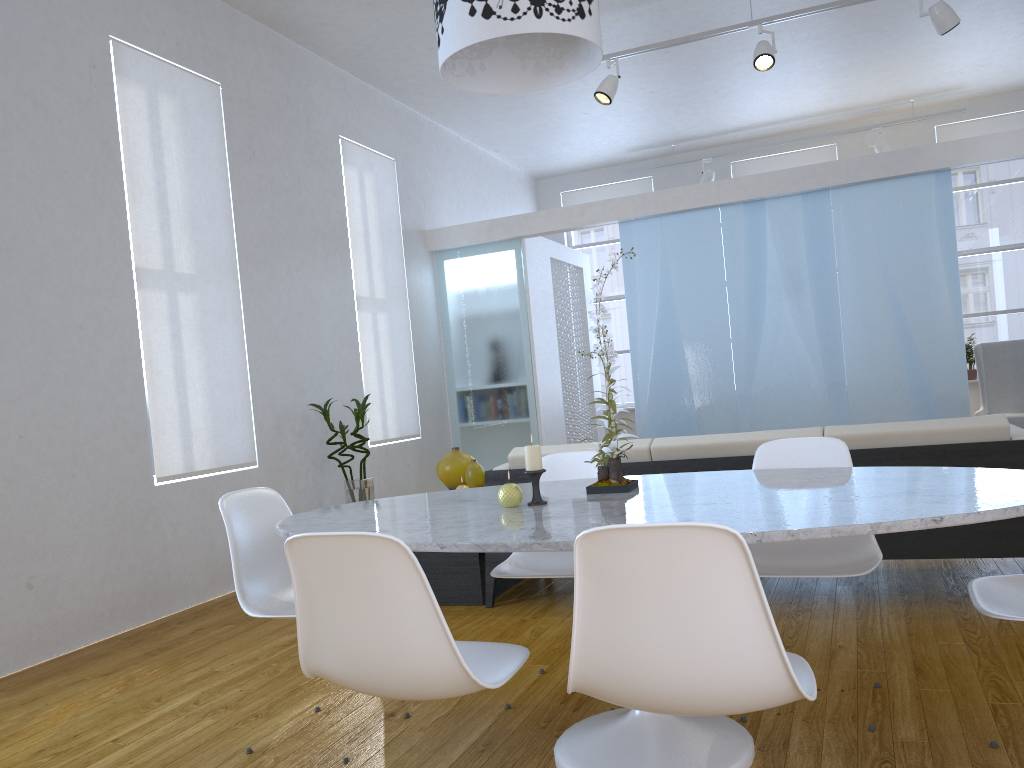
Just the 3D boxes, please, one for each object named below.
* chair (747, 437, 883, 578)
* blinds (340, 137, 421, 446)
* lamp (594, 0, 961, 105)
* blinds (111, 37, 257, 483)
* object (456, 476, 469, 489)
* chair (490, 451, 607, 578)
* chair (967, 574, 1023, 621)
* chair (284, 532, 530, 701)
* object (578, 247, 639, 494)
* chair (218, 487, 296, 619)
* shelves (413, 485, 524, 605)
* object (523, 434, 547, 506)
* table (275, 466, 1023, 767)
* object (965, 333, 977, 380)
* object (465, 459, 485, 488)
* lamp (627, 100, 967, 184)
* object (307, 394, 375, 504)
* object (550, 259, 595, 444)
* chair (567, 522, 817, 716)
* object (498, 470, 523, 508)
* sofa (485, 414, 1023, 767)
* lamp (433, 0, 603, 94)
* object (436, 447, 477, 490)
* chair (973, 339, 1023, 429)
[{"bbox_3d":[0.769,0.337,2.390,0.406,0.352,0.418,-5,0,25],"label":"chair"},{"bbox_3d":[-0.933,-0.638,6.387,0.007,2.113,0.760,-5,1,21],"label":"blinds"},{"bbox_3d":[1.474,-2.169,5.530,3.120,0.487,0.204,-5,1,19],"label":"lamp"},{"bbox_3d":[-1.650,-0.589,4.539,0.007,2.112,0.760,-5,1,21],"label":"blinds"},{"bbox_3d":[-0.219,0.461,3.922,0.071,0.104,0.071,-6,1,-42],"label":"object"},{"bbox_3d":[0.146,0.397,2.658,0.406,0.352,0.419,-5,0,21],"label":"chair"},{"bbox_3d":[1.152,0.296,1.800,0.419,0.352,0.405,-5,0,23],"label":"chair"},{"bbox_3d":[-0.203,0.420,1.695,0.406,0.352,0.419,-5,0,24],"label":"chair"},{"bbox_3d":[0.231,-0.030,2.324,0.201,0.639,0.166,-6,2,-40],"label":"object"},{"bbox_3d":[-0.574,0.462,2.480,0.419,0.352,0.405,-5,0,23],"label":"chair"},{"bbox_3d":[-0.175,0.739,4.229,0.349,0.451,0.729,-5,0,21],"label":"shelves"},{"bbox_3d":[0.055,0.211,2.208,0.059,0.176,0.059,-5,1,6],"label":"object"},{"bbox_3d":[0.314,0.589,2.150,1.911,0.623,1.069,-5,0,21],"label":"table"},{"bbox_3d":[4.331,-0.258,8.384,0.175,0.437,0.237,-6,1,-44],"label":"object"},{"bbox_3d":[-0.171,0.430,4.109,0.095,0.160,0.095,-6,1,-27],"label":"object"},{"bbox_3d":[2.641,-2.248,8.540,3.121,0.487,0.197,-5,1,20],"label":"lamp"},{"bbox_3d":[-0.999,0.562,5.371,0.380,0.981,0.483,-5,1,-6],"label":"object"},{"bbox_3d":[0.556,-0.088,7.991,0.051,2.017,0.921,-5,1,21],"label":"object"},{"bbox_3d":[0.287,0.373,1.488,0.406,0.352,0.419,-5,0,20],"label":"chair"},{"bbox_3d":[-0.006,0.260,2.206,0.062,0.091,0.063,-6,1,-21],"label":"object"},{"bbox_3d":[1.266,0.504,4.403,5.342,0.679,9.711,-5,-1,21],"label":"sofa"},{"bbox_3d":[-0.048,-1.542,2.146,0.399,1.539,0.400,-6,1,-12],"label":"lamp"},{"bbox_3d":[-0.260,0.412,4.255,0.207,0.215,0.207,-5,0,-27],"label":"object"},{"bbox_3d":[4.143,0.117,7.480,0.378,0.961,0.472,-6,1,-44],"label":"chair"}]
